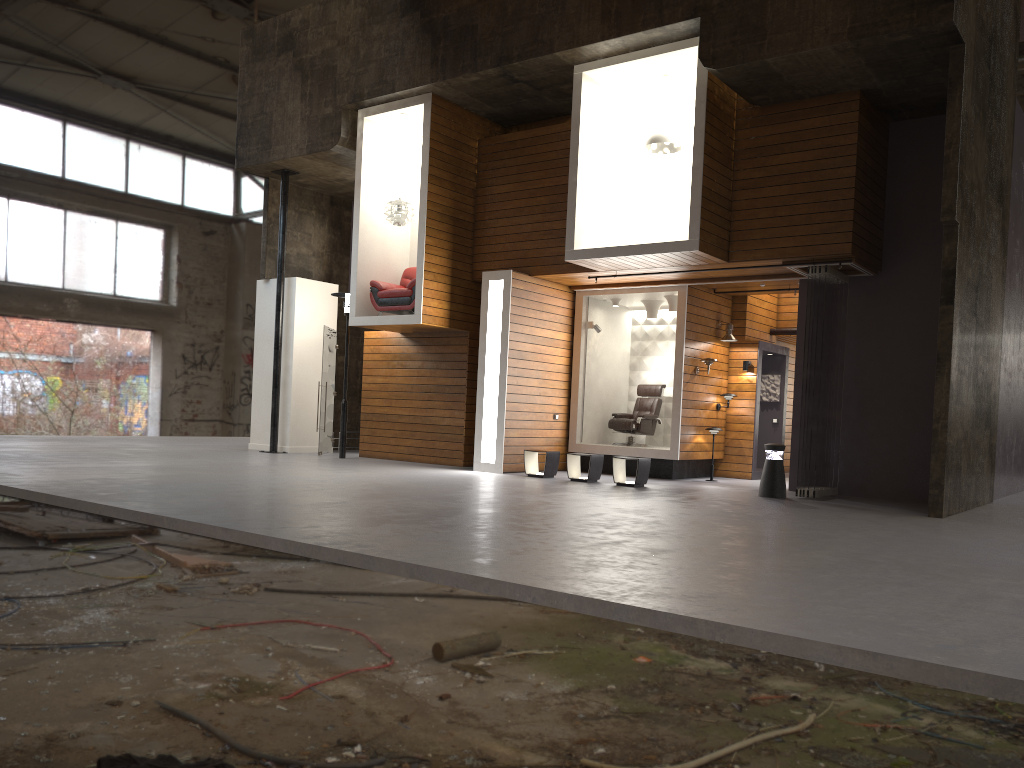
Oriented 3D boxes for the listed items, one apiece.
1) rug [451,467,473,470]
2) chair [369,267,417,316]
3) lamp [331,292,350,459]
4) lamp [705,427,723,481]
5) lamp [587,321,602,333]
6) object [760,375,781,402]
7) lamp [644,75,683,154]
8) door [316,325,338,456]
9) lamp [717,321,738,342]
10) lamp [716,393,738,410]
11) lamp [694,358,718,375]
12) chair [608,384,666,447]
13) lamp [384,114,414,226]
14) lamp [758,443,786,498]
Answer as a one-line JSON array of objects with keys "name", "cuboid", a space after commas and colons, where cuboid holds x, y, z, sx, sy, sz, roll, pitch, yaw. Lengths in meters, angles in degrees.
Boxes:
[{"name": "rug", "cuboid": [-0.350, 1.382, 14.599, 0.540, 0.014, 1.579, 1, -2, 37]}, {"name": "chair", "cuboid": [-1.605, -1.524, 14.482, 1.199, 0.938, 0.953, 2, -1, 37]}, {"name": "lamp", "cuboid": [-2.879, -0.107, 15.342, 0.630, 2.950, 0.629, 3, 1, -12]}, {"name": "lamp", "cuboid": [3.175, 1.102, 13.998, 0.287, 0.863, 0.288, 3, 1, 23]}, {"name": "lamp", "cuboid": [1.367, -0.945, 14.720, 0.248, 0.188, 0.129, 3, 0, 6]}, {"name": "object", "cuboid": [4.594, 0.074, 15.809, 0.380, 0.478, 0.048, 3, 1, 37]}, {"name": "lamp", "cuboid": [2.097, -3.728, 12.157, 0.530, 0.987, 0.529, 2, 1, -41]}, {"name": "door", "cuboid": [-3.369, 0.132, 16.264, 0.146, 2.306, 1.285, 3, 0, 0]}, {"name": "lamp", "cuboid": [3.516, -0.867, 14.430, 0.345, 0.331, 0.295, 2, 0, 39]}, {"name": "lamp", "cuboid": [3.541, 0.290, 14.568, 0.326, 0.297, 0.288, 2, -1, 37]}, {"name": "lamp", "cuboid": [3.043, -0.279, 13.840, 0.351, 0.271, 0.288, 2, -1, 37]}, {"name": "chair", "cuboid": [2.133, 0.520, 15.169, 0.826, 1.072, 0.754, 3, 0, -38]}, {"name": "lamp", "cuboid": [-1.776, -3.431, 14.181, 0.512, 1.775, 0.487, 3, 1, 1]}, {"name": "lamp", "cuboid": [3.390, 1.115, 11.474, 0.347, 0.697, 0.348, 3, 1, 43]}]
